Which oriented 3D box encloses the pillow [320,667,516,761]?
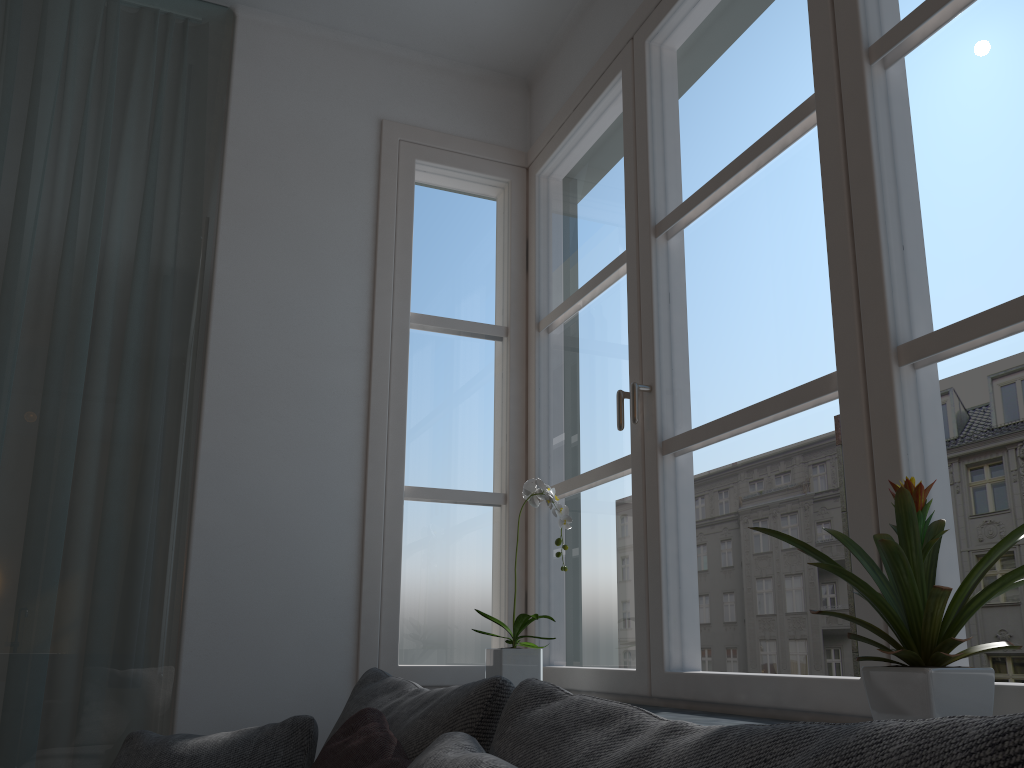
[{"bbox_3d":[-0.251,0.753,1.569,0.276,0.469,0.849,6,-17,-21],"label":"pillow"}]

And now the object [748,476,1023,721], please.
[{"bbox_3d":[0.497,0.264,1.041,0.379,0.323,0.326,-14,-20,41],"label":"object"}]

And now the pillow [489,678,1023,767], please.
[{"bbox_3d":[0.086,0.516,0.786,0.277,0.466,0.853,6,-17,-21],"label":"pillow"}]

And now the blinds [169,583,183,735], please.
[{"bbox_3d":[-1.692,0.113,2.092,1.812,2.688,0.155,6,-14,-20],"label":"blinds"}]

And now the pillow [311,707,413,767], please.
[{"bbox_3d":[-0.300,0.688,1.276,0.311,0.396,0.529,6,-16,-19],"label":"pillow"}]

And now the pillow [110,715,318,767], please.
[{"bbox_3d":[-0.644,0.836,1.724,0.516,0.353,0.352,-4,-16,17],"label":"pillow"}]

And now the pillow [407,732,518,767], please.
[{"bbox_3d":[-0.052,0.528,0.742,0.293,0.390,0.677,6,-17,-21],"label":"pillow"}]
